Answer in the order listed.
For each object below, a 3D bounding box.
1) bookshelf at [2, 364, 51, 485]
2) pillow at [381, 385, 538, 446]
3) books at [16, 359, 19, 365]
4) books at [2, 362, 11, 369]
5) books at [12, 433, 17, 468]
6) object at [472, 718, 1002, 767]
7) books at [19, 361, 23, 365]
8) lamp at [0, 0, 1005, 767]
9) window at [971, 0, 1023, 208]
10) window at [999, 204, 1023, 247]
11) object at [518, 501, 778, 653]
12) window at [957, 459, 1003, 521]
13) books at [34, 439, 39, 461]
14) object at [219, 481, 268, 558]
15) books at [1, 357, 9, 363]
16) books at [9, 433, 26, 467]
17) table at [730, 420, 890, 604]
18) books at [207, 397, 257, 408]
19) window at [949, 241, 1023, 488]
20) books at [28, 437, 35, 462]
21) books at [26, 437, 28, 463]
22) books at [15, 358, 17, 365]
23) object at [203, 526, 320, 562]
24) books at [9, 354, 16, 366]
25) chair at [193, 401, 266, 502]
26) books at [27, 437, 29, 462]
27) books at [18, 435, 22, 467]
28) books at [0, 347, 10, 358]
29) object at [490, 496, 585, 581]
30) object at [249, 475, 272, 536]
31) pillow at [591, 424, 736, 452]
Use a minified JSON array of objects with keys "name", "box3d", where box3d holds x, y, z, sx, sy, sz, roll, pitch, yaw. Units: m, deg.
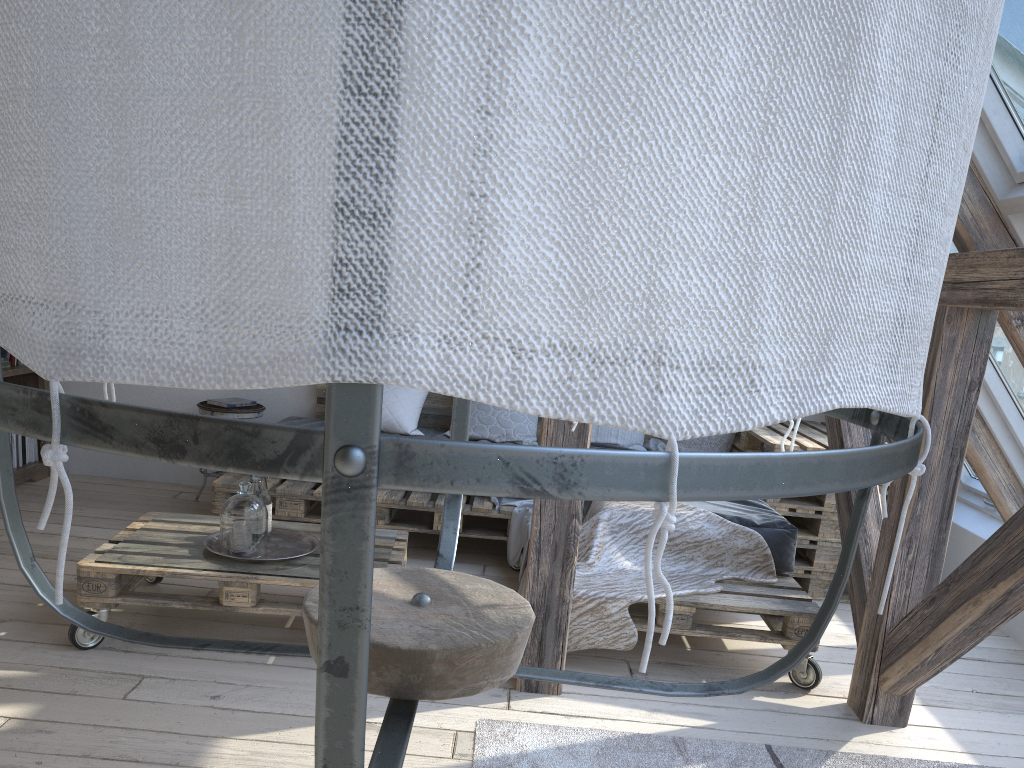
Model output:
[{"name":"bookshelf","box3d":[-2.650,-0.007,4.058,0.348,1.201,1.589,5,9,0]},{"name":"pillow","box3d":[-0.382,0.083,4.633,1.129,0.364,0.343,5,10,0]},{"name":"books","box3d":[-2.671,-0.193,4.652,0.117,0.177,0.017,5,13,-1]},{"name":"books","box3d":[-2.674,-0.097,4.435,0.161,0.031,0.214,6,6,3]},{"name":"books","box3d":[-2.687,0.326,4.619,0.158,0.225,0.021,5,13,0]},{"name":"object","box3d":[0.954,1.242,1.073,2.187,0.058,3.121,6,6,0]},{"name":"books","box3d":[-2.664,-0.209,4.670,0.135,0.206,0.020,5,13,-1]},{"name":"lamp","box3d":[0.040,-0.803,0.209,0.393,1.942,0.403,16,16,40]},{"name":"window","box3d":[0.995,-1.134,1.952,1.096,1.308,0.835,5,11,0]},{"name":"window","box3d":[1.876,0.146,2.229,1.096,1.308,0.835,5,11,0]},{"name":"object","box3d":[0.461,0.717,3.177,0.802,0.485,0.998,10,9,30]},{"name":"window","box3d":[1.904,-0.047,4.020,1.096,1.308,0.835,5,11,0]},{"name":"books","box3d":[-2.678,0.306,4.809,0.157,0.226,0.035,5,13,0]},{"name":"object","box3d":[-0.907,0.451,2.981,0.155,0.253,0.152,-1,13,-31]},{"name":"books","box3d":[-2.667,-0.122,4.422,0.149,0.022,0.200,6,6,4]},{"name":"books","box3d":[-2.708,0.321,4.527,0.201,0.254,0.402,6,8,0]},{"name":"table","box3d":[1.450,0.591,4.437,0.675,0.718,0.995,5,8,0]},{"name":"books","box3d":[-1.483,0.097,4.660,0.148,0.022,0.202,9,7,29]},{"name":"window","box3d":[1.890,0.049,3.125,1.096,1.308,0.835,5,11,0]},{"name":"books","box3d":[-2.680,0.309,4.782,0.158,0.225,0.021,5,13,0]},{"name":"books","box3d":[-2.682,0.331,4.743,0.139,0.190,0.018,5,13,0]},{"name":"books","box3d":[-2.668,-0.200,4.618,0.139,0.196,0.049,5,12,-1]},{"name":"object","box3d":[-0.874,0.563,3.082,0.392,0.022,0.389,8,7,20]},{"name":"books","box3d":[-2.665,-0.188,4.595,0.139,0.180,0.057,5,12,-2]},{"name":"chair","box3d":[-1.516,0.364,4.741,0.353,0.533,0.345,6,11,4]},{"name":"books","box3d":[-2.698,0.310,4.759,0.158,0.225,0.021,5,13,0]},{"name":"books","box3d":[-2.680,0.323,4.659,0.157,0.225,0.017,5,13,0]},{"name":"books","box3d":[-2.668,-0.183,4.564,0.131,0.176,0.080,6,12,0]},{"name":"object","box3d":[0.196,0.693,3.941,0.505,0.283,0.692,3,7,-16]},{"name":"object","box3d":[-0.903,0.423,3.140,0.071,0.274,0.150,5,11,0]},{"name":"pillow","box3d":[0.715,0.170,4.667,0.963,0.409,0.380,8,10,16]}]
